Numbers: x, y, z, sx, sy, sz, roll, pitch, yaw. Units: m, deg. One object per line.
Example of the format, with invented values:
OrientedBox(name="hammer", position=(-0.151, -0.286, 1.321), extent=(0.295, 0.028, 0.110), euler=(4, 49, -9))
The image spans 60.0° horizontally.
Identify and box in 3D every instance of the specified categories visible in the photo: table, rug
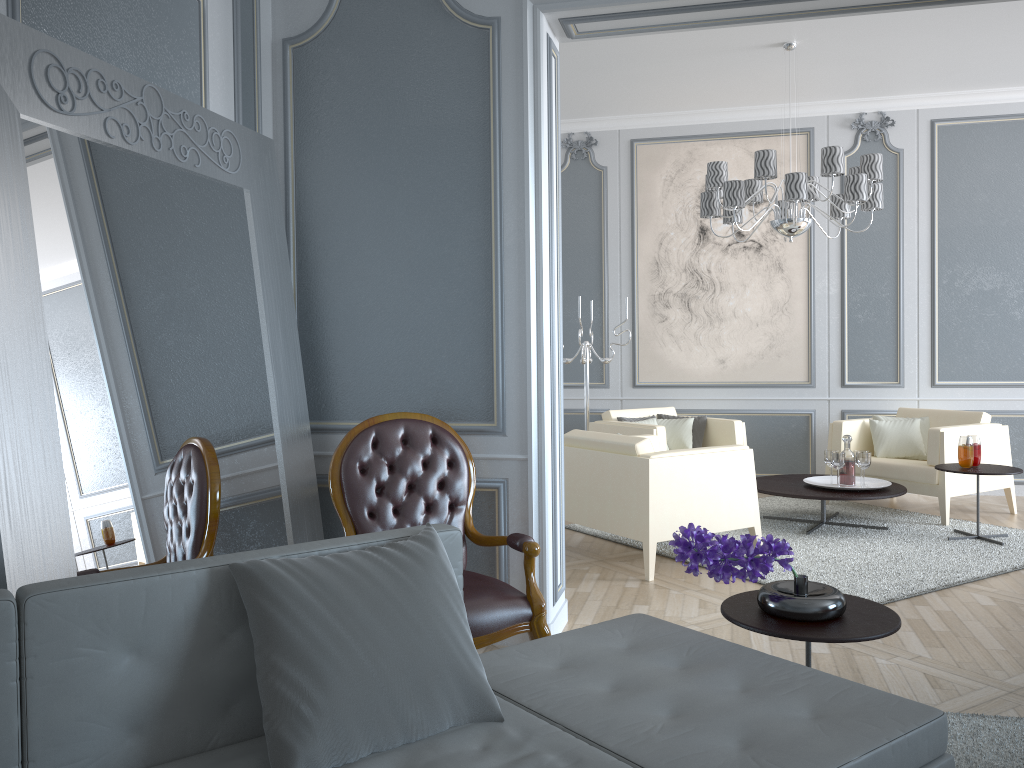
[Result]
OrientedBox(name="table", position=(1.793, 0.698, 5.106), extent=(0.882, 0.239, 0.883), euler=(0, 2, 11))
OrientedBox(name="table", position=(2.456, 0.634, 4.673), extent=(0.414, 0.385, 0.414), euler=(-2, 2, -29))
OrientedBox(name="table", position=(0.720, 0.742, 2.154), extent=(0.414, 0.385, 0.414), euler=(-1, 2, 1))
OrientedBox(name="rug", position=(1.669, 0.825, 4.832), extent=(2.000, 0.010, 2.001), euler=(-2, 3, -32))
OrientedBox(name="rug", position=(0.756, 0.985, 0.936), extent=(2.018, 0.010, 3.205), euler=(0, 2, 13))

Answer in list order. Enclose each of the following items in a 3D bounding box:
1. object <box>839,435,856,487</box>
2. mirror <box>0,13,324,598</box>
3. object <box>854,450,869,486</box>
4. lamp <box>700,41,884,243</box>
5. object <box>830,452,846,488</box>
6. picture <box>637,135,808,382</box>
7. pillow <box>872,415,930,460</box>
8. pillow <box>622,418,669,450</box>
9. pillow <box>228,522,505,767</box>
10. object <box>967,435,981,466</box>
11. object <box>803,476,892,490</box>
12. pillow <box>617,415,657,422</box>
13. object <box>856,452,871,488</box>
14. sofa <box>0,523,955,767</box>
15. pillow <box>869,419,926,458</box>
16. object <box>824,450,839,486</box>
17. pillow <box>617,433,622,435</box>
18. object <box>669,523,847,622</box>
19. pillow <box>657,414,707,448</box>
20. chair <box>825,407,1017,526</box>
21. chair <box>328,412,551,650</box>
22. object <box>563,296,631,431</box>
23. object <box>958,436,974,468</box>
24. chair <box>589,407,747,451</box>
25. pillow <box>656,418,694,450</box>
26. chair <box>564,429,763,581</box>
OrientedBox(name="object", position=(1.901, 0.432, 5.027), extent=(0.086, 0.290, 0.086), euler=(0, 2, 34))
OrientedBox(name="mirror", position=(-0.912, 0.057, 2.467), extent=(0.251, 1.792, 1.401), euler=(0, 2, 13))
OrientedBox(name="object", position=(1.986, 0.477, 5.043), extent=(0.080, 0.196, 0.080), euler=(-1, 1, -4))
OrientedBox(name="lamp", position=(1.570, -1.361, 5.019), extent=(0.976, 1.119, 0.977), euler=(-1, 2, 2))
OrientedBox(name="object", position=(1.828, 0.482, 4.973), extent=(0.080, 0.196, 0.080), euler=(0, 1, 16))
OrientedBox(name="picture", position=(1.519, -0.892, 6.442), extent=(1.199, 1.750, 0.001), euler=(0, 1, 13))
OrientedBox(name="pillow", position=(2.511, 0.344, 5.711), extent=(0.351, 0.276, 0.184), euler=(0, 2, 19))
OrientedBox(name="pillow", position=(0.887, 0.357, 5.860), extent=(0.312, 0.245, 0.163), euler=(-2, 2, -42))
OrientedBox(name="pillow", position=(-0.245, 0.462, 1.546), extent=(0.422, 0.354, 0.253), euler=(-2, 2, -39))
OrientedBox(name="object", position=(2.469, 0.356, 4.745), extent=(0.075, 0.165, 0.075), euler=(-1, 2, -28))
OrientedBox(name="object", position=(1.895, 0.567, 5.021), extent=(0.468, 0.028, 0.468), euler=(0, 2, 26))
OrientedBox(name="pillow", position=(0.874, 0.355, 5.948), extent=(0.351, 0.276, 0.184), euler=(-2, 2, -31))
OrientedBox(name="object", position=(1.968, 0.481, 4.962), extent=(0.080, 0.196, 0.080), euler=(-1, 1, -4))
OrientedBox(name="sofa", position=(-0.318, 0.646, 1.277), extent=(2.205, 0.668, 0.810), euler=(-2, 2, -37))
OrientedBox(name="pillow", position=(2.452, 0.347, 5.645), extent=(0.312, 0.245, 0.163), euler=(0, 2, 8))
OrientedBox(name="object", position=(1.828, 0.478, 5.071), extent=(0.080, 0.196, 0.080), euler=(-1, 1, -4))
OrientedBox(name="pillow", position=(0.592, 0.411, 4.572), extent=(0.182, 0.285, 0.361), euler=(0, 2, 19))
OrientedBox(name="object", position=(0.595, 0.442, 2.116), extent=(0.425, 0.221, 0.206), euler=(-1, 2, -17))
OrientedBox(name="pillow", position=(1.136, 0.348, 6.032), extent=(0.351, 0.276, 0.184), euler=(0, 2, 29))
OrientedBox(name="chair", position=(2.535, 0.481, 5.562), extent=(0.737, 0.620, 0.855), euler=(-2, 2, -32))
OrientedBox(name="chair", position=(-0.259, 0.515, 2.742), extent=(0.573, 0.828, 0.575), euler=(-1, 2, -27))
OrientedBox(name="object", position=(0.522, 0.099, 6.182), extent=(0.446, 1.385, 0.446), euler=(-1, 2, -32))
OrientedBox(name="object", position=(2.401, 0.359, 4.692), extent=(0.075, 0.165, 0.075), euler=(-1, 1, 2))
OrientedBox(name="chair", position=(1.033, 0.485, 5.917), extent=(0.855, 0.620, 0.737), euler=(-2, 2, -32))
OrientedBox(name="pillow", position=(1.067, 0.350, 5.978), extent=(0.312, 0.245, 0.163), euler=(0, 2, 18))
OrientedBox(name="chair", position=(0.694, 0.544, 4.485), extent=(0.737, 0.620, 0.855), euler=(-2, 2, -32))
